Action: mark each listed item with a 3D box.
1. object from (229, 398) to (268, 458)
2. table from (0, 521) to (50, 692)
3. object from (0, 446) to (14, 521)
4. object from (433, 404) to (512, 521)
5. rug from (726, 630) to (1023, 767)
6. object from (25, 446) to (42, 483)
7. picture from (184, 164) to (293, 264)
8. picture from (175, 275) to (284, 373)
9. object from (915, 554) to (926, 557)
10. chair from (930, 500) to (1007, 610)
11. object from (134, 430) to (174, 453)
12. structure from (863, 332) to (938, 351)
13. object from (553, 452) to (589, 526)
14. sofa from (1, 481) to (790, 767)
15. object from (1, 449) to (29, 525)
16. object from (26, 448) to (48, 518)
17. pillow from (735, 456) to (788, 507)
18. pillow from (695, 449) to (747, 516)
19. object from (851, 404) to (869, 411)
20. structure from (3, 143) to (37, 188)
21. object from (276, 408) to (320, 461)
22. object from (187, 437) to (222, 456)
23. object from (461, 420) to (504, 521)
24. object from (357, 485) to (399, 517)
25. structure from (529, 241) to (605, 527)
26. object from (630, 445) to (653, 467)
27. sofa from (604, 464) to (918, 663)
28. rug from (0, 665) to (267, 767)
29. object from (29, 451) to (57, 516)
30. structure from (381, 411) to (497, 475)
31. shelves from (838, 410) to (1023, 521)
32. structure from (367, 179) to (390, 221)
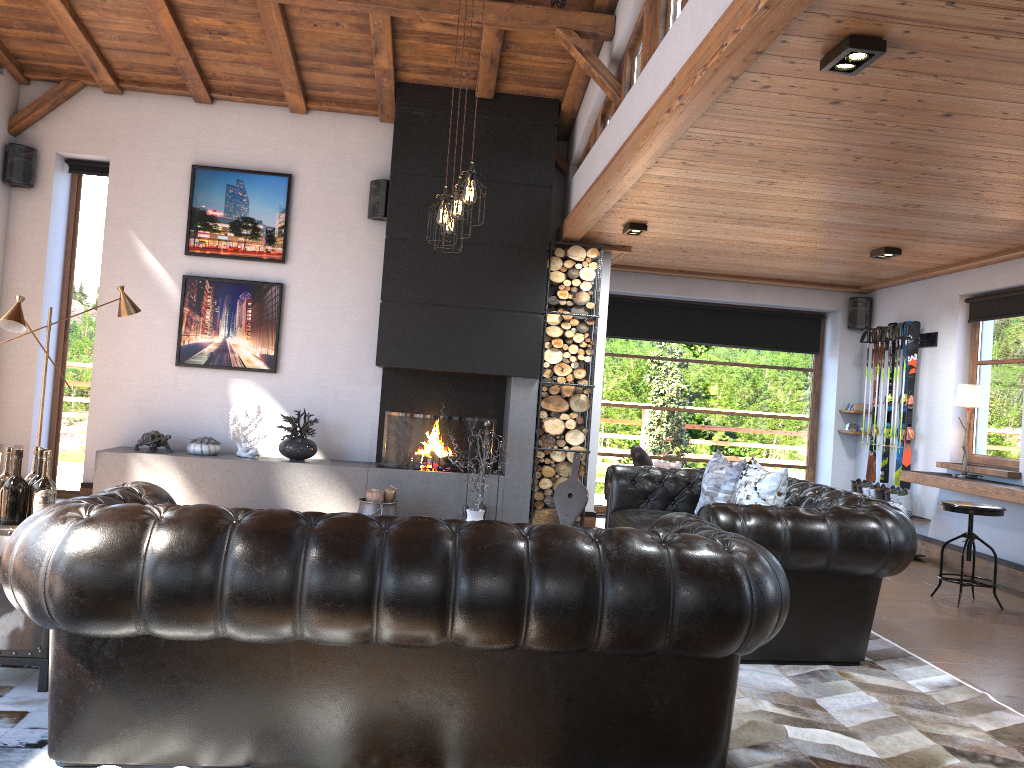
[{"bbox_3d":[-2.285,0.379,7.623,0.262,0.532,0.422,5,-2,-37],"label":"object"},{"bbox_3d":[-1.925,0.837,3.478,0.406,0.609,0.416,4,-1,-6],"label":"table"},{"bbox_3d":[-1.978,0.389,3.470,0.087,0.286,0.087,4,-2,7],"label":"object"},{"bbox_3d":[-0.202,0.518,4.696,0.405,0.808,0.621,4,-1,6],"label":"object"},{"bbox_3d":[0.932,1.340,4.878,2.437,0.053,4.034,4,-1,-5],"label":"rug"},{"bbox_3d":[-1.923,0.394,3.575,0.087,0.286,0.087,4,-2,4],"label":"object"},{"bbox_3d":[-2.460,-1.527,7.983,0.881,0.816,0.036,4,-2,-6],"label":"picture"},{"bbox_3d":[-2.532,-0.535,7.954,0.881,0.816,0.036,4,-2,-6],"label":"picture"},{"bbox_3d":[3.594,1.580,8.817,0.308,0.065,1.620,4,-1,-5],"label":"object"},{"bbox_3d":[3.245,1.207,6.293,0.441,0.717,0.441,4,-1,-2],"label":"chair"},{"bbox_3d":[-3.058,0.492,7.603,0.401,0.183,0.229,3,-1,38],"label":"object"},{"bbox_3d":[3.823,-0.428,8.848,0.319,0.135,1.048,4,-1,-5],"label":"structure"},{"bbox_3d":[0.511,0.985,7.696,0.270,0.795,0.261,5,-2,-22],"label":"object"},{"bbox_3d":[-0.351,0.830,3.136,2.573,0.838,1.236,4,-1,-7],"label":"sofa"},{"bbox_3d":[-1.907,0.393,3.412,0.086,0.286,0.088,3,-2,34],"label":"object"},{"bbox_3d":[-1.861,0.398,3.499,0.088,0.286,0.087,5,-2,-28],"label":"object"},{"bbox_3d":[1.467,0.678,5.289,0.283,0.469,0.527,4,-1,-2],"label":"pillow"},{"bbox_3d":[1.407,0.683,5.965,0.283,0.469,0.527,4,-1,-2],"label":"pillow"},{"bbox_3d":[3.749,0.252,9.512,0.190,0.084,0.159,4,-1,-7],"label":"object"},{"bbox_3d":[-4.279,-1.895,7.707,0.214,0.349,0.213,4,-1,-6],"label":"structure"},{"bbox_3d":[-1.860,0.438,7.734,0.339,0.455,0.336,4,-1,20],"label":"object"},{"bbox_3d":[-2.667,0.533,7.666,0.281,0.161,0.258,4,-1,-3],"label":"object"},{"bbox_3d":[-0.241,0.810,7.420,0.304,1.018,0.311,3,-2,40],"label":"object"},{"bbox_3d":[-1.095,1.045,7.228,0.381,0.431,0.387,4,-1,21],"label":"object"},{"bbox_3d":[0.458,0.064,8.020,0.503,2.618,0.510,4,-2,-6],"label":"structure"},{"bbox_3d":[1.023,0.639,6.983,0.148,0.319,0.251,3,-2,35],"label":"object"},{"bbox_3d":[1.378,0.986,5.471,1.242,0.838,2.558,4,-1,-6],"label":"sofa"},{"bbox_3d":[-2.080,1.104,3.438,3.816,0.053,2.426,4,-1,-5],"label":"rug"},{"bbox_3d":[-1.804,0.401,3.419,0.088,0.286,0.086,5,-2,-29],"label":"object"},{"bbox_3d":[-0.635,0.533,7.757,0.985,0.514,0.183,4,-2,-6],"label":"structure"},{"bbox_3d":[3.957,0.761,6.457,0.613,0.989,6.626,4,-1,-5],"label":"shelves"},{"bbox_3d":[-1.197,-1.669,8.048,0.214,0.349,0.213,4,-1,-6],"label":"structure"}]
